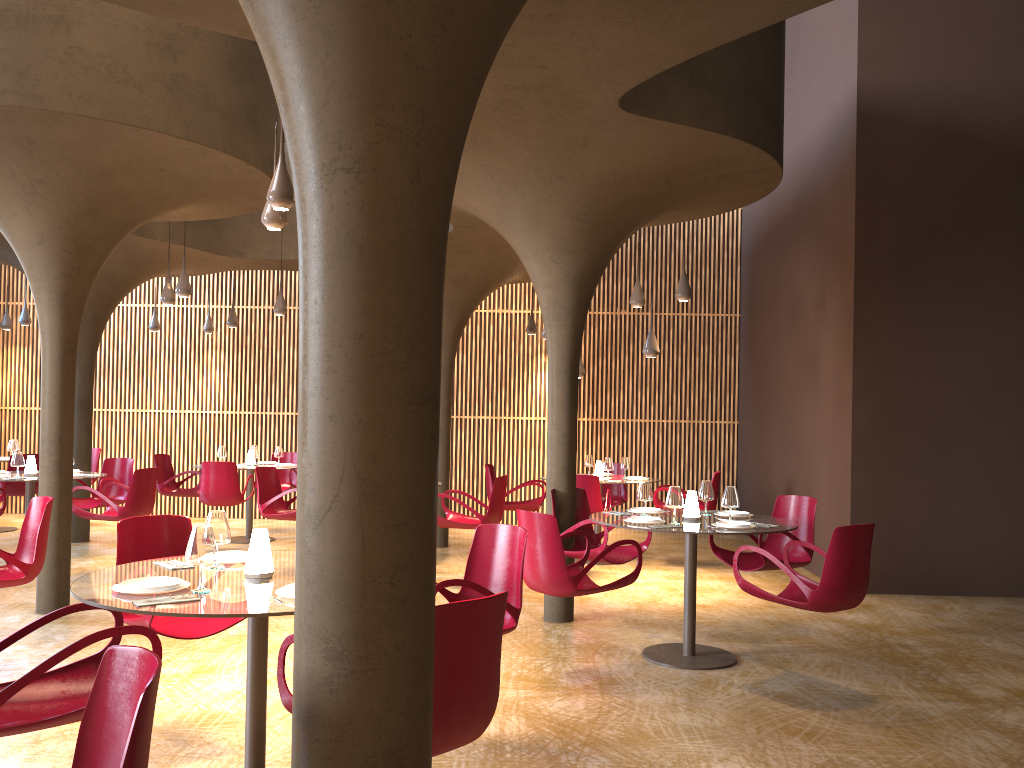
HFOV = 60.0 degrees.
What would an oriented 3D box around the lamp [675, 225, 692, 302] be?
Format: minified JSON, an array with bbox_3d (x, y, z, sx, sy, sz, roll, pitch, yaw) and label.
[{"bbox_3d":[2.051,-4.098,10.317,0.196,6.275,0.196,2,-1,-43],"label":"lamp"}]

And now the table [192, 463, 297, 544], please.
[{"bbox_3d":[-3.963,1.798,13.400,1.672,1.130,1.673,1,-2,11],"label":"table"}]

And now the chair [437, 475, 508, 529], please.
[{"bbox_3d":[-0.482,1.361,10.279,0.872,0.636,0.625,1,-1,12],"label":"chair"}]

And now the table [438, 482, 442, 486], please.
[{"bbox_3d":[-1.690,1.737,10.569,1.672,1.130,1.673,0,-2,21],"label":"table"}]

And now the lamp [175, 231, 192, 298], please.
[{"bbox_3d":[-3.949,-4.197,10.854,0.196,6.275,0.196,1,-1,37],"label":"lamp"}]

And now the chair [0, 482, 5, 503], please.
[{"bbox_3d":[-6.793,1.258,10.851,0.872,0.636,0.625,1,-1,17],"label":"chair"}]

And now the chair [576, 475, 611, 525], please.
[{"bbox_3d":[0.881,1.413,10.954,0.625,0.636,0.873,1,-2,12],"label":"chair"}]

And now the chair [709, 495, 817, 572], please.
[{"bbox_3d":[2.290,1.327,7.896,0.873,0.636,0.625,2,-2,-31],"label":"chair"}]

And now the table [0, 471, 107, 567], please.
[{"bbox_3d":[-5.798,1.659,10.653,1.672,1.130,1.673,0,-2,21],"label":"table"}]

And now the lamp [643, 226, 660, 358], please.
[{"bbox_3d":[1.675,-3.442,10.326,0.196,6.275,0.196,2,-1,-43],"label":"lamp"}]

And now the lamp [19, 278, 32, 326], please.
[{"bbox_3d":[-8.174,-4.125,15.024,0.196,6.275,0.196,1,-1,27],"label":"lamp"}]

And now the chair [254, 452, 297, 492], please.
[{"bbox_3d":[-3.832,1.455,14.596,0.625,0.636,0.873,1,-2,2],"label":"chair"}]

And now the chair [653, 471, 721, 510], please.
[{"bbox_3d":[2.335,1.474,11.813,0.872,0.636,0.625,1,-1,12],"label":"chair"}]

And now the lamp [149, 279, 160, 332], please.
[{"bbox_3d":[-6.247,-4.063,15.674,0.196,6.275,0.196,1,-1,17],"label":"lamp"}]

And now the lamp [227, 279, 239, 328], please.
[{"bbox_3d":[-4.552,-4.067,14.674,0.196,6.275,0.196,1,-1,17],"label":"lamp"}]

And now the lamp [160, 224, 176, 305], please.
[{"bbox_3d":[-4.457,-4.176,11.672,0.196,6.275,0.196,1,-1,37],"label":"lamp"}]

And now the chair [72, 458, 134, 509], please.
[{"bbox_3d":[-5.462,1.319,11.809,0.625,0.636,0.873,1,-2,12],"label":"chair"}]

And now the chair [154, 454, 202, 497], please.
[{"bbox_3d":[-4.976,1.389,13.422,0.872,0.636,0.625,1,-1,7],"label":"chair"}]

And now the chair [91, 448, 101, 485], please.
[{"bbox_3d":[-7.307,1.392,14.740,0.625,0.636,0.873,0,-2,42],"label":"chair"}]

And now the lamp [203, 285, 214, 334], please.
[{"bbox_3d":[-5.344,-4.039,15.825,0.196,6.275,0.196,1,-1,27],"label":"lamp"}]

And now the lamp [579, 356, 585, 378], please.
[{"bbox_3d":[0.887,-3.214,11.255,0.196,6.275,0.196,2,-1,-43],"label":"lamp"}]

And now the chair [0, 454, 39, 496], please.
[{"bbox_3d":[-7.276,1.330,13.051,0.872,0.636,0.625,0,-2,42],"label":"chair"}]

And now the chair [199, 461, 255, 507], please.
[{"bbox_3d":[-3.958,1.365,12.244,0.625,0.636,0.873,1,-2,-3],"label":"chair"}]

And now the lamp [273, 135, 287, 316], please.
[{"bbox_3d":[-3.239,-4.116,12.661,0.196,6.275,0.196,1,-1,17],"label":"lamp"}]

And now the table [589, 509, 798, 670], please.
[{"bbox_3d":[1.464,1.677,7.280,1.673,1.130,1.672,2,-2,-31],"label":"table"}]

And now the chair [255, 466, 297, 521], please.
[{"bbox_3d":[-2.685,1.336,10.768,0.872,0.636,0.625,1,-1,17],"label":"chair"}]

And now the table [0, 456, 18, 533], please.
[{"bbox_3d":[-8.175,1.733,13.902,1.672,1.130,1.673,0,-2,43],"label":"table"}]

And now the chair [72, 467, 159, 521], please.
[{"bbox_3d":[-4.590,1.283,10.363,0.872,0.636,0.625,1,-1,12],"label":"chair"}]

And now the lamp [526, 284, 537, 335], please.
[{"bbox_3d":[0.388,-3.962,14.875,0.196,6.275,0.196,1,-1,17],"label":"lamp"}]

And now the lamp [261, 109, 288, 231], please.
[{"bbox_3d":[-1.737,-4.306,6.737,0.196,6.275,0.196,1,-1,27],"label":"lamp"}]

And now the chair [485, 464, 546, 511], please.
[{"bbox_3d":[0.046,1.449,12.366,0.872,0.636,0.625,1,-1,7],"label":"chair"}]

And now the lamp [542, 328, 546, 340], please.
[{"bbox_3d":[0.679,-3.926,15.692,0.196,6.275,0.196,1,-1,27],"label":"lamp"}]

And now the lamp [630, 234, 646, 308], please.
[{"bbox_3d":[1.611,-4.082,10.987,0.196,6.275,0.196,2,-1,-43],"label":"lamp"}]

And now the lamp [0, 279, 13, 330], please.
[{"bbox_3d":[-9.001,-4.108,15.921,0.196,6.275,0.196,1,-1,27],"label":"lamp"}]

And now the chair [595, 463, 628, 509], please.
[{"bbox_3d":[1.389,1.505,13.153,0.625,0.636,0.873,1,-2,17],"label":"chair"}]

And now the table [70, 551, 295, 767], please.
[{"bbox_3d":[-1.261,1.515,4.376,1.673,1.130,1.672,2,-2,-38],"label":"table"}]

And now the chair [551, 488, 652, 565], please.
[{"bbox_3d":[0.764,1.308,8.203,0.625,0.636,0.872,2,-2,-41],"label":"chair"}]

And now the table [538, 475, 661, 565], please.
[{"bbox_3d":[1.178,1.853,12.148,1.672,1.130,1.673,0,-2,21],"label":"table"}]

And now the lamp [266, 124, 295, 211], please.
[{"bbox_3d":[-1.512,-4.327,6.073,0.196,6.275,0.196,1,-1,-13],"label":"lamp"}]

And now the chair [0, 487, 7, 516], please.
[{"bbox_3d":[-5.994,1.224,9.515,0.625,0.636,0.873,1,-2,7],"label":"chair"}]

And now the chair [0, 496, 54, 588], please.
[{"bbox_3d":[-3.793,1.150,6.374,0.873,0.636,0.625,2,-2,-41],"label":"chair"}]
